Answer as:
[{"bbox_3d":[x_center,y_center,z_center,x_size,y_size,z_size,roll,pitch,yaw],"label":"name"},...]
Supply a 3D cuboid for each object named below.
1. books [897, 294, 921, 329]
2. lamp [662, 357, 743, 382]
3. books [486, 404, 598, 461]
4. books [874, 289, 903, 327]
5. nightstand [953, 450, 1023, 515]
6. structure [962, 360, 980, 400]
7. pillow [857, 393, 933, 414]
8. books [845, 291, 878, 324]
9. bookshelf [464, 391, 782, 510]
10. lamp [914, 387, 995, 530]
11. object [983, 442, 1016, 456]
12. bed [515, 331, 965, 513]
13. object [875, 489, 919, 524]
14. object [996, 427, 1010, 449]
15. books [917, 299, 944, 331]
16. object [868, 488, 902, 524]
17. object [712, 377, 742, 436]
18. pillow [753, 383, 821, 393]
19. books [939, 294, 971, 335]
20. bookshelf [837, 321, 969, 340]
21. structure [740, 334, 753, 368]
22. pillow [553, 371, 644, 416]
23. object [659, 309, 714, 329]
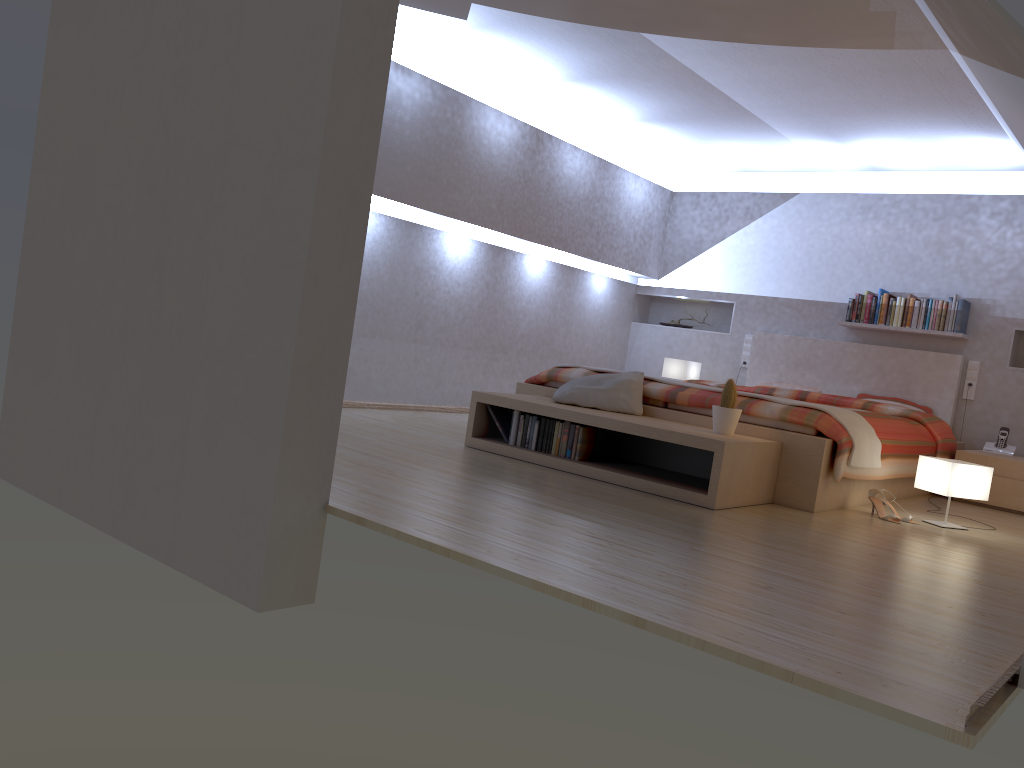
[{"bbox_3d":[3.061,-0.550,6.783,0.140,0.260,0.209,11,3,39],"label":"books"},{"bbox_3d":[1.608,0.014,7.728,0.684,0.515,0.318,7,3,-22],"label":"lamp"},{"bbox_3d":[0.132,0.247,4.691,0.652,0.193,0.157,11,3,39],"label":"books"},{"bbox_3d":[2.944,-0.583,6.886,0.178,0.281,0.200,11,3,39],"label":"books"},{"bbox_3d":[3.460,0.680,5.844,0.859,0.329,0.847,11,3,39],"label":"nightstand"},{"bbox_3d":[3.419,-0.028,6.599,0.077,0.286,0.034,11,3,39],"label":"structure"},{"bbox_3d":[2.792,0.183,6.646,0.566,0.188,0.497,11,3,39],"label":"pillow"},{"bbox_3d":[2.789,-0.601,7.002,0.209,0.260,0.215,11,3,39],"label":"books"},{"bbox_3d":[0.536,0.311,4.592,1.495,0.303,0.643,11,3,39],"label":"bookshelf"},{"bbox_3d":[2.822,0.369,5.433,0.396,0.788,2.551,10,3,29],"label":"lamp"},{"bbox_3d":[3.451,0.453,6.266,0.192,0.087,0.153,11,3,39],"label":"object"},{"bbox_3d":[1.730,0.076,5.996,2.087,0.994,3.009,11,3,39],"label":"bed"},{"bbox_3d":[1.952,0.616,4.488,0.235,0.132,0.079,11,4,44],"label":"object"},{"bbox_3d":[3.473,0.389,6.278,0.060,0.169,0.079,11,3,39],"label":"object"},{"bbox_3d":[3.177,-0.513,6.694,0.159,0.231,0.200,11,3,39],"label":"books"},{"bbox_3d":[1.866,0.606,4.433,0.079,0.132,0.235,8,3,-20],"label":"object"},{"bbox_3d":[1.051,0.107,4.324,0.144,0.294,0.144,7,3,-26],"label":"object"},{"bbox_3d":[2.163,0.075,7.222,0.572,0.180,0.492,11,3,39],"label":"pillow"},{"bbox_3d":[3.296,-0.516,6.598,0.145,0.281,0.200,11,3,39],"label":"books"},{"bbox_3d":[2.996,-0.415,6.827,0.916,0.028,0.223,11,3,39],"label":"bookshelf"},{"bbox_3d":[2.049,-0.287,7.718,0.077,0.286,0.034,11,3,39],"label":"structure"},{"bbox_3d":[0.487,0.019,4.974,0.498,0.241,0.470,9,3,4],"label":"pillow"},{"bbox_3d":[1.649,-0.631,8.260,0.589,0.242,0.183,11,3,37],"label":"object"}]
